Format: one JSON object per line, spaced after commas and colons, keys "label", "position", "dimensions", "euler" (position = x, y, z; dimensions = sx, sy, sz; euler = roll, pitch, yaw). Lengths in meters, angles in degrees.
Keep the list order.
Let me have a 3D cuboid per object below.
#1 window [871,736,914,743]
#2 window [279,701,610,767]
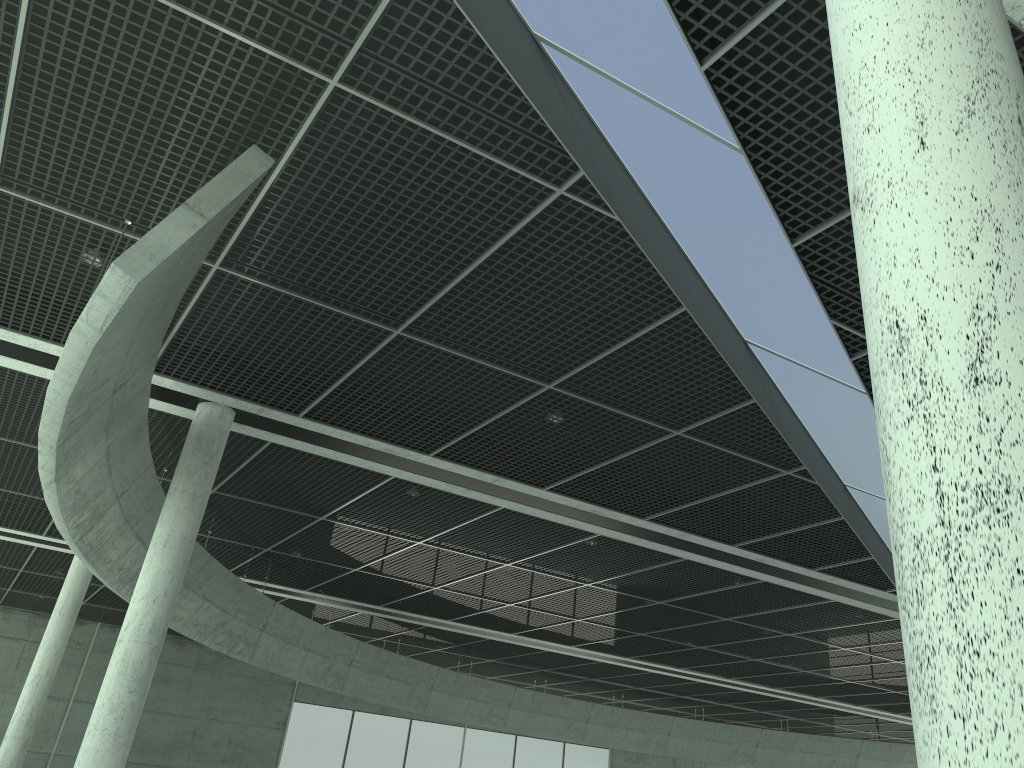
{"label": "window", "position": [21.858, 19.137, 42.008], "dimensions": [100.620, 16.089, 99.680], "euler": [21, -32, -25]}
{"label": "window", "position": [-4.823, 39.602, 78.798], "dimensions": [33.473, 10.667, 0.159], "euler": [22, -32, -26]}
